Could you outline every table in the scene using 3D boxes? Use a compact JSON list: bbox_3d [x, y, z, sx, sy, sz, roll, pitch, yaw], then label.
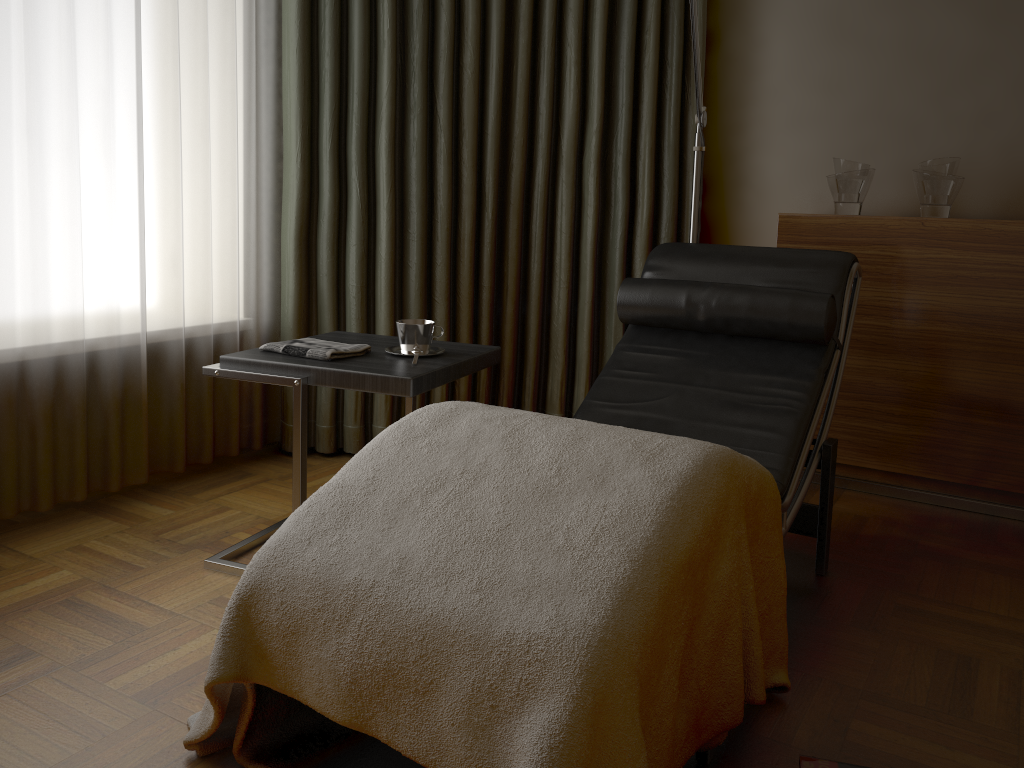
[{"bbox_3d":[-0.361,-0.062,2.226,0.519,0.044,0.504,6,12,21],"label":"table"}]

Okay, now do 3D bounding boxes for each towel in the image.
[{"bbox_3d":[-0.476,-0.088,2.177,0.242,0.035,0.180,10,14,34],"label":"towel"}]

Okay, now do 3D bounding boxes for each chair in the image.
[{"bbox_3d":[0.297,0.113,1.946,0.638,0.788,1.803,7,12,30],"label":"chair"}]

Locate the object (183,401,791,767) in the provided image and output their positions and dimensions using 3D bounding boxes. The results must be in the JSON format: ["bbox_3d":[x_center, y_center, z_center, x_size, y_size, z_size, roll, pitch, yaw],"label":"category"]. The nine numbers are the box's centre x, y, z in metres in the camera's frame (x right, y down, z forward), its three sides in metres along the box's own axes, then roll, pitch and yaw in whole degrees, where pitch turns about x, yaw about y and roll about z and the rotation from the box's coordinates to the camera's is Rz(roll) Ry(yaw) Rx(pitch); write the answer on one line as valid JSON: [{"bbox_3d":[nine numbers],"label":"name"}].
[{"bbox_3d":[0.008,0.340,1.518,0.921,0.514,0.916,8,12,30],"label":"object"}]

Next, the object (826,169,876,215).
[{"bbox_3d":[1.136,-0.648,2.977,0.156,0.152,0.157,0,9,-13],"label":"object"}]

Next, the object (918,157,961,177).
[{"bbox_3d":[1.368,-0.651,2.837,0.123,0.148,0.124,3,9,10],"label":"object"}]

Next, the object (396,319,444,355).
[{"bbox_3d":[-0.237,-0.117,2.206,0.098,0.077,0.111,8,11,31],"label":"object"}]

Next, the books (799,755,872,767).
[{"bbox_3d":[0.505,0.591,1.265,0.173,0.018,0.125,5,12,15],"label":"books"}]

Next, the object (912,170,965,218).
[{"bbox_3d":[1.366,-0.613,2.841,0.156,0.152,0.157,5,10,21],"label":"object"}]

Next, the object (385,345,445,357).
[{"bbox_3d":[-0.242,-0.081,2.205,0.151,0.009,0.151,10,14,35],"label":"object"}]

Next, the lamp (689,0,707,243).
[{"bbox_3d":[0.389,-0.474,2.166,0.454,1.945,1.424,6,9,34],"label":"lamp"}]

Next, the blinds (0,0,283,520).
[{"bbox_3d":[-1.336,-0.753,2.074,0.093,2.265,2.214,6,10,30],"label":"blinds"}]

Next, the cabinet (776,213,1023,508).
[{"bbox_3d":[1.697,-0.070,2.744,1.681,0.853,0.419,8,10,30],"label":"cabinet"}]

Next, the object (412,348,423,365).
[{"bbox_3d":[-0.230,-0.067,2.104,0.029,0.019,0.125,2,11,-1],"label":"object"}]

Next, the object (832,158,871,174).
[{"bbox_3d":[1.137,-0.686,2.973,0.122,0.148,0.124,4,9,12],"label":"object"}]

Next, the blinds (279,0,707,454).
[{"bbox_3d":[-0.033,-0.988,3.137,1.532,2.426,0.227,0,7,-14],"label":"blinds"}]
